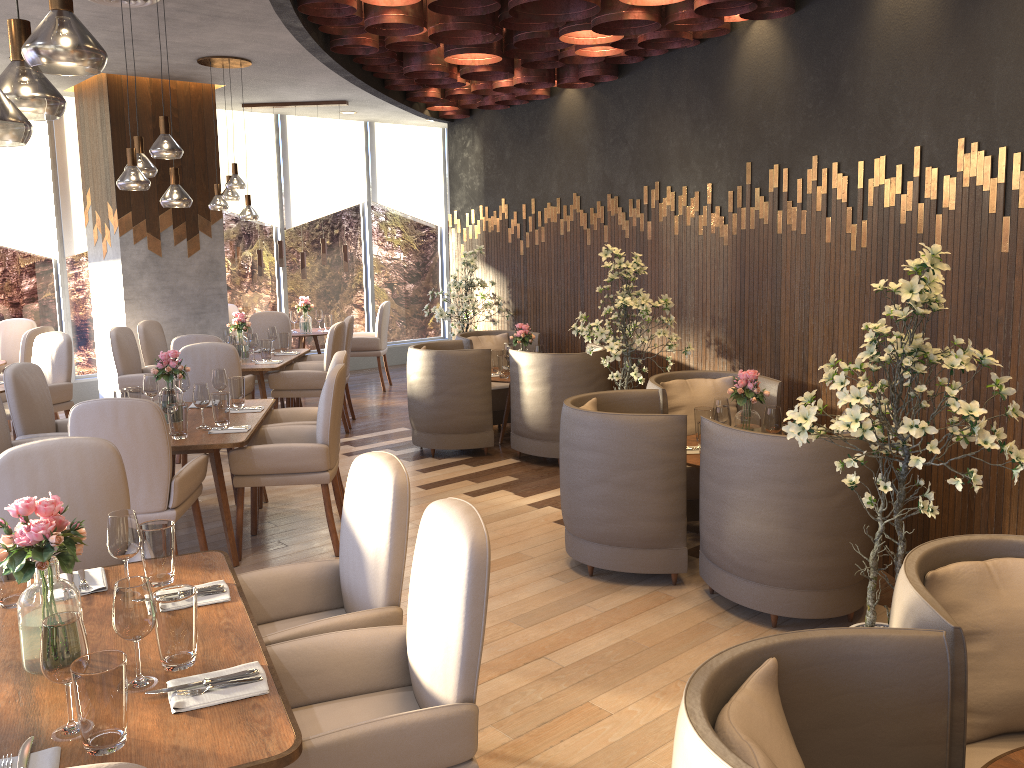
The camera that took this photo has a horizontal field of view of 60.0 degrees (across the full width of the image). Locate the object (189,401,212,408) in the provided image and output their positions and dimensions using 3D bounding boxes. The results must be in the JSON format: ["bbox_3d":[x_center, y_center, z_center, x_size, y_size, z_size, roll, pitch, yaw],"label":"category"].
[{"bbox_3d":[-1.922,0.124,5.524,0.157,0.019,0.256,-3,9,-10],"label":"object"}]

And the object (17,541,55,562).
[{"bbox_3d":[-1.294,0.500,2.416,0.092,0.243,0.092,-5,8,-25],"label":"object"}]

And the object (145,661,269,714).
[{"bbox_3d":[-0.678,0.672,1.973,0.255,0.019,0.158,-5,10,-24],"label":"object"}]

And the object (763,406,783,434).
[{"bbox_3d":[1.289,0.233,4.380,0.092,0.243,0.092,2,8,22],"label":"object"}]

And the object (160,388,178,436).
[{"bbox_3d":[-1.799,0.148,4.656,0.092,0.243,0.092,-5,8,-25],"label":"object"}]

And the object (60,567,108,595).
[{"bbox_3d":[-1.272,0.585,2.594,0.157,0.019,0.256,-6,10,-27],"label":"object"}]

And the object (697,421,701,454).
[{"bbox_3d":[0.964,0.276,4.360,0.102,0.177,0.102,4,9,34],"label":"object"}]

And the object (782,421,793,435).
[{"bbox_3d":[1.360,0.277,4.301,0.102,0.177,0.102,-2,8,-7],"label":"object"}]

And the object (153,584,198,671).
[{"bbox_3d":[-0.790,0.576,2.087,0.102,0.177,0.102,-2,8,-8],"label":"object"}]

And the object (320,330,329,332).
[{"bbox_3d":[-2.061,-0.605,10.067,0.255,0.019,0.158,-2,9,-3],"label":"object"}]

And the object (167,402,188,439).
[{"bbox_3d":[-1.724,0.192,4.581,0.102,0.177,0.102,-1,8,0],"label":"object"}]

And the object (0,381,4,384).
[{"bbox_3d":[-3.900,-0.003,6.585,0.157,0.019,0.256,3,10,24],"label":"object"}]

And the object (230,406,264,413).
[{"bbox_3d":[-1.622,0.150,5.321,0.255,0.019,0.158,-2,9,-7],"label":"object"}]

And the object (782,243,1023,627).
[{"bbox_3d":[1.316,0.328,3.014,0.747,1.609,0.791,2,9,25],"label":"object"}]

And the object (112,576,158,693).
[{"bbox_3d":[-0.843,0.560,1.988,0.092,0.243,0.092,1,8,18],"label":"object"}]

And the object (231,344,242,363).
[{"bbox_3d":[-2.281,-0.240,7.324,0.102,0.177,0.102,3,9,29],"label":"object"}]

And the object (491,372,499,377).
[{"bbox_3d":[-0.163,-0.077,7.188,0.255,0.019,0.158,-4,10,-19],"label":"object"}]

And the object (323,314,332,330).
[{"bbox_3d":[-2.120,-0.708,10.212,0.102,0.177,0.102,4,9,33],"label":"object"}]

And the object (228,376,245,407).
[{"bbox_3d":[-1.693,0.049,5.461,0.102,0.177,0.102,-8,10,-40],"label":"object"}]

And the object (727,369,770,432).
[{"bbox_3d":[1.193,0.130,4.497,0.198,0.414,0.210,-5,9,-28],"label":"object"}]

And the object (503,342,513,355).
[{"bbox_3d":[-0.029,-0.219,7.342,0.092,0.243,0.092,2,8,25],"label":"object"}]

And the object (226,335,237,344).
[{"bbox_3d":[-2.342,-0.286,7.411,0.092,0.243,0.092,-7,10,-38],"label":"object"}]

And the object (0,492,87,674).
[{"bbox_3d":[-1.111,0.464,2.108,0.210,0.414,0.198,-5,9,-28],"label":"object"}]

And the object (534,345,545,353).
[{"bbox_3d":[0.220,-0.193,7.153,0.092,0.243,0.092,-1,8,-1],"label":"object"}]

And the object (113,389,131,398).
[{"bbox_3d":[-2.041,0.154,4.651,0.092,0.243,0.092,-5,9,-28],"label":"object"}]

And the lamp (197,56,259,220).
[{"bbox_3d":[-2.414,-2.069,7.573,0.440,1.321,0.441,4,9,34],"label":"lamp"}]

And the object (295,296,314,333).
[{"bbox_3d":[-2.321,-0.782,9.963,0.210,0.414,0.198,3,9,26],"label":"object"}]

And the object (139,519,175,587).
[{"bbox_3d":[-1.038,0.498,2.601,0.102,0.177,0.102,2,8,22],"label":"object"}]

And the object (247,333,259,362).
[{"bbox_3d":[-2.204,-0.312,7.553,0.092,0.243,0.092,6,11,44],"label":"object"}]

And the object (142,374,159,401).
[{"bbox_3d":[-2.121,0.065,5.214,0.092,0.243,0.092,0,8,11],"label":"object"}]

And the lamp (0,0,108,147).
[{"bbox_3d":[-1.129,-1.177,1.893,0.439,1.321,0.441,-2,8,-2],"label":"lamp"}]

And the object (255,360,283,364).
[{"bbox_3d":[-2.068,-0.188,7.469,0.255,0.019,0.158,-1,9,3],"label":"object"}]

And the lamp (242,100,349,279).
[{"bbox_3d":[-2.365,-2.139,9.876,1.161,1.923,0.118,-1,7,4],"label":"lamp"}]

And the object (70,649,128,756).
[{"bbox_3d":[-0.808,0.631,1.749,0.102,0.177,0.102,6,11,43],"label":"object"}]

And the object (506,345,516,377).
[{"bbox_3d":[-0.004,-0.185,7.132,0.092,0.243,0.092,2,8,22],"label":"object"}]

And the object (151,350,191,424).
[{"bbox_3d":[-1.926,0.013,4.998,0.210,0.414,0.198,0,8,6],"label":"object"}]

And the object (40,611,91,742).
[{"bbox_3d":[-0.903,0.592,1.799,0.092,0.243,0.092,-4,8,-20],"label":"object"}]

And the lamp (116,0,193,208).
[{"bbox_3d":[-1.970,-1.627,4.784,0.440,1.321,0.440,-7,9,-36],"label":"lamp"}]

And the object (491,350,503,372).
[{"bbox_3d":[-0.122,-0.193,7.402,0.102,0.177,0.102,-3,8,-16],"label":"object"}]

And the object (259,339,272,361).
[{"bbox_3d":[-2.113,-0.291,7.619,0.102,0.177,0.102,5,10,38],"label":"object"}]

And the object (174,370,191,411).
[{"bbox_3d":[-1.991,0.039,5.359,0.092,0.243,0.092,1,8,15],"label":"object"}]

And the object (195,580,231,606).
[{"bbox_3d":[-0.926,0.595,2.487,0.255,0.019,0.158,-5,10,-24],"label":"object"}]

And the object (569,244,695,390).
[{"bbox_3d":[0.783,-0.117,5.831,0.789,1.609,0.749,-3,8,-15],"label":"object"}]

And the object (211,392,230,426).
[{"bbox_3d":[-1.606,0.138,4.899,0.102,0.177,0.102,0,8,9],"label":"object"}]

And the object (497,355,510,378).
[{"bbox_3d":[-0.064,-0.137,7.046,0.102,0.177,0.102,0,8,7],"label":"object"}]

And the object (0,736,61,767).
[{"bbox_3d":[-0.933,0.730,1.652,0.157,0.019,0.256,-5,10,-22],"label":"object"}]

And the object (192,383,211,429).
[{"bbox_3d":[-1.686,0.119,4.820,0.092,0.243,0.092,5,10,40],"label":"object"}]

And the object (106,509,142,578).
[{"bbox_3d":[-1.092,0.482,2.502,0.092,0.243,0.092,-4,8,-21],"label":"object"}]

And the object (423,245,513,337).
[{"bbox_3d":[-0.441,-0.501,8.364,0.748,1.609,0.790,-7,9,-35],"label":"object"}]

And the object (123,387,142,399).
[{"bbox_3d":[-2.197,0.111,5.142,0.102,0.177,0.102,0,8,8],"label":"object"}]

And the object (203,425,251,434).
[{"bbox_3d":[-1.536,0.240,4.758,0.255,0.019,0.158,-2,9,-7],"label":"object"}]

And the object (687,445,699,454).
[{"bbox_3d":[0.909,0.331,4.526,0.255,0.019,0.158,-2,9,-2],"label":"object"}]

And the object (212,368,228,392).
[{"bbox_3d":[-1.772,0.030,5.382,0.092,0.243,0.092,4,9,35],"label":"object"}]

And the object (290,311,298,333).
[{"bbox_3d":[-2.468,-0.707,10.048,0.092,0.243,0.092,-4,8,-18],"label":"object"}]

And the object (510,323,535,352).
[{"bbox_3d":[0.095,-0.293,7.250,0.210,0.414,0.198,3,9,26],"label":"object"}]

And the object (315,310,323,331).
[{"bbox_3d":[-2.205,-0.727,10.139,0.092,0.243,0.092,5,10,39],"label":"object"}]

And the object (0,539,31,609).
[{"bbox_3d":[-1.392,0.527,2.467,0.102,0.177,0.102,-4,8,-21],"label":"object"}]
